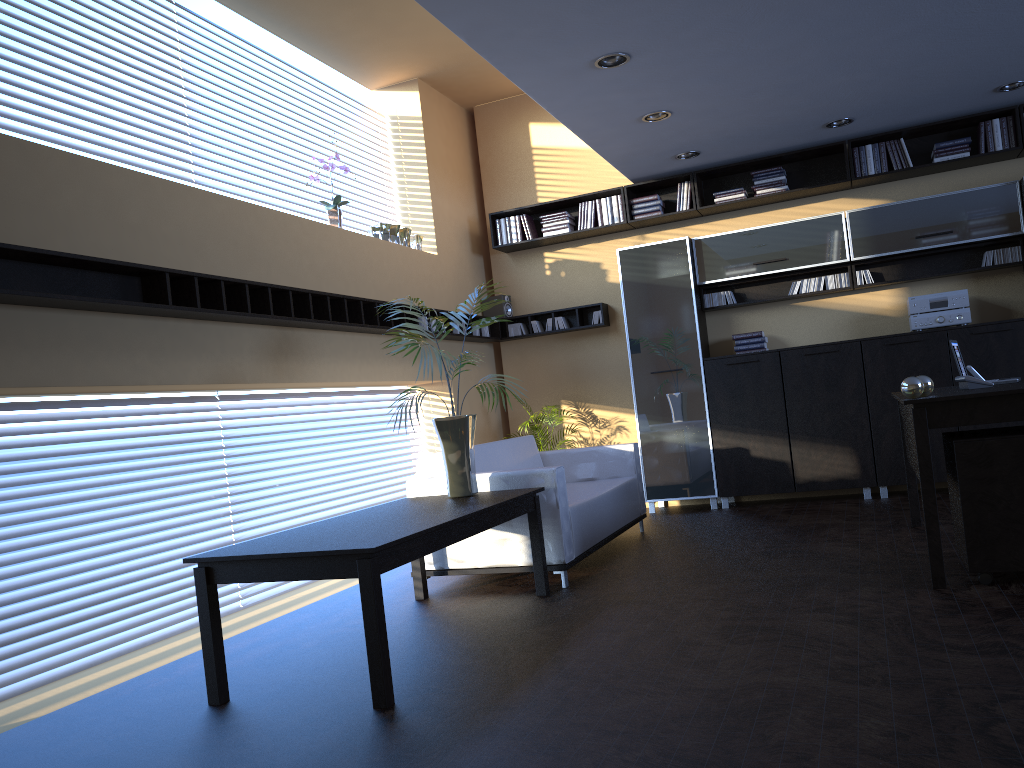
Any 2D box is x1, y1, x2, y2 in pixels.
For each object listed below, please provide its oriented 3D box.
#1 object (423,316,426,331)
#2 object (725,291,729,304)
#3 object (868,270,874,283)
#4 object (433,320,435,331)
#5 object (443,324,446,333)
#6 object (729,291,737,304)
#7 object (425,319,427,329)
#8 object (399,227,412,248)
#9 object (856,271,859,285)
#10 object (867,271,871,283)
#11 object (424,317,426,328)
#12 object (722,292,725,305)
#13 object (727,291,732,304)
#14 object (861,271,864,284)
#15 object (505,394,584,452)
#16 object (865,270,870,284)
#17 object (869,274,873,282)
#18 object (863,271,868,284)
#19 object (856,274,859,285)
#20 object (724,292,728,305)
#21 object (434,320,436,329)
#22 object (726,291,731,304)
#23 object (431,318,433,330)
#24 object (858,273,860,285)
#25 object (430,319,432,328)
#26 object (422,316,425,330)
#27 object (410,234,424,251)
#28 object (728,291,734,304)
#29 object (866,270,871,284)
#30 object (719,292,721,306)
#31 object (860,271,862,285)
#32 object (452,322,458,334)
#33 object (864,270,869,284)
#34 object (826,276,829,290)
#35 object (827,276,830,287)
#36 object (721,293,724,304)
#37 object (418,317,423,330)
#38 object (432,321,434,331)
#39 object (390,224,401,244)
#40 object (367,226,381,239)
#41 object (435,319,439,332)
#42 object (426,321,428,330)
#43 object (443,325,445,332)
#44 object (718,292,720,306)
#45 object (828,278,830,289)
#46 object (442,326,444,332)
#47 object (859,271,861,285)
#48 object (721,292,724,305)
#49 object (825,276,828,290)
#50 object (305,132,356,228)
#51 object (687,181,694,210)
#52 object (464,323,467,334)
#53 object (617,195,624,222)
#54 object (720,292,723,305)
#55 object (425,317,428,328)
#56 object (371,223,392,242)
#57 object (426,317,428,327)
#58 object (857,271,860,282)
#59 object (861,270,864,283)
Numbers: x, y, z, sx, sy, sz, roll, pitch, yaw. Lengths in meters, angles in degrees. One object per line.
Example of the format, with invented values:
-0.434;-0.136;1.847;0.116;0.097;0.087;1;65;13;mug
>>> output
-0.777;-0.484;7.238;0.142;0.120;0.009;-7;-1;22;object
1.943;-0.768;7.965;0.026;0.117;0.140;-7;-1;22;object
3.048;-0.907;7.530;0.036;0.116;0.140;-7;-1;22;object
-0.715;-0.486;7.395;0.140;0.118;0.006;-7;-1;21;object
-0.645;-0.486;7.577;0.140;0.116;0.036;-7;-1;22;object
1.985;-0.772;7.950;0.040;0.118;0.142;-7;-1;21;object
-0.768;-0.484;7.267;0.140;0.118;0.006;-7;-1;22;object
-0.932;-1.236;7.593;0.137;0.173;0.144;-7;-1;12;object
2.947;-0.896;7.563;0.006;0.118;0.140;-7;-1;21;object
3.034;-0.906;7.534;0.026;0.117;0.140;-7;-1;22;object
-0.774;-0.484;7.248;0.142;0.120;0.009;-7;-1;22;object
1.914;-0.765;7.977;0.009;0.120;0.142;-7;-1;21;object
1.963;-0.771;7.962;0.030;0.120;0.142;-7;-1;21;object
2.986;-0.900;7.552;0.006;0.118;0.140;-7;-1;21;object
0.342;0.663;8.272;0.839;1.240;0.690;-6;-1;-35;object
3.024;-0.905;7.538;0.030;0.120;0.142;-7;-1;22;object
3.049;-0.907;7.532;0.040;0.118;0.142;-7;-1;21;object
3.006;-0.903;7.547;0.026;0.117;0.140;-7;-1;22;object
2.948;-0.896;7.567;0.009;0.120;0.142;-7;-1;21;object
1.924;-0.766;7.977;0.009;0.120;0.142;-7;-1;21;object
-0.707;-0.486;7.413;0.142;0.120;0.009;-7;-1;21;object
1.952;-0.769;7.963;0.030;0.120;0.142;-7;-1;21;object
-0.725;-0.485;7.366;0.142;0.120;0.009;-7;-1;21;object
2.957;-0.897;7.562;0.006;0.118;0.140;-7;-1;21;object
-0.734;-0.484;7.358;0.140;0.118;0.006;-7;-1;21;object
-0.781;-0.483;7.229;0.142;0.120;0.009;-7;-1;22;object
-0.848;-1.226;7.805;0.118;0.149;0.124;-7;-1;22;object
1.970;-0.772;7.952;0.030;0.120;0.142;-7;-1;21;object
3.035;-0.906;7.537;0.030;0.120;0.142;-7;-1;22;object
1.886;-0.761;7.988;0.009;0.120;0.142;-7;-1;21;object
2.976;-0.899;7.557;0.009;0.120;0.142;-7;-1;22;object
-0.544;-0.489;7.833;0.142;0.118;0.040;-7;-1;21;object
3.014;-0.904;7.541;0.030;0.120;0.142;-7;-1;22;object
2.725;-0.868;7.654;0.009;0.120;0.142;-7;-1;21;object
2.736;-0.869;7.654;0.009;0.120;0.142;-7;-1;21;object
1.905;-0.764;7.982;0.009;0.120;0.142;-7;-1;21;object
-0.791;-0.482;7.207;0.142;0.118;0.040;-7;-1;21;object
-0.720;-0.486;7.374;0.142;0.120;0.009;-7;-1;22;object
-1.001;-1.234;7.428;0.137;0.173;0.144;-6;-1;-18;object
-1.108;-1.201;7.138;0.089;0.113;0.094;-6;-1;-33;object
-0.694;-0.484;7.457;0.142;0.118;0.040;-7;-1;22;object
-0.762;-0.484;7.286;0.140;0.118;0.006;-7;-1;21;object
-0.646;-0.486;7.577;0.142;0.118;0.040;-7;-1;21;object
1.878;-0.760;7.994;0.009;0.120;0.142;-7;-1;21;object
2.736;-0.869;7.651;0.006;0.118;0.140;-7;-1;22;object
-0.657;-0.487;7.543;0.142;0.120;0.030;-7;-1;21;object
2.965;-0.898;7.556;0.009;0.120;0.142;-7;-1;21;object
1.905;-0.764;7.980;0.006;0.118;0.140;-7;-1;21;object
2.717;-0.866;7.659;0.009;0.120;0.142;-7;-1;21;object
-1.341;-1.484;6.640;0.351;0.695;0.437;-6;-1;1;object
1.613;-1.677;7.983;0.075;0.259;0.207;-7;-1;21;object
-0.484;-0.491;7.990;0.142;0.118;0.040;-7;-1;21;object
1.036;-1.604;8.208;0.050;0.258;0.207;-7;-1;21;object
1.895;-0.762;7.985;0.009;0.120;0.142;-7;-1;22;object
-0.763;-0.484;7.287;0.142;0.120;0.009;-7;-1;21;object
-1.063;-1.225;7.260;0.126;0.159;0.132;-7;-1;42;object
-0.758;-0.484;7.296;0.140;0.118;0.006;-7;-1;21;object
2.957;-0.897;7.564;0.009;0.120;0.142;-7;-1;21;object
2.986;-0.900;7.554;0.009;0.120;0.142;-7;-1;21;object
